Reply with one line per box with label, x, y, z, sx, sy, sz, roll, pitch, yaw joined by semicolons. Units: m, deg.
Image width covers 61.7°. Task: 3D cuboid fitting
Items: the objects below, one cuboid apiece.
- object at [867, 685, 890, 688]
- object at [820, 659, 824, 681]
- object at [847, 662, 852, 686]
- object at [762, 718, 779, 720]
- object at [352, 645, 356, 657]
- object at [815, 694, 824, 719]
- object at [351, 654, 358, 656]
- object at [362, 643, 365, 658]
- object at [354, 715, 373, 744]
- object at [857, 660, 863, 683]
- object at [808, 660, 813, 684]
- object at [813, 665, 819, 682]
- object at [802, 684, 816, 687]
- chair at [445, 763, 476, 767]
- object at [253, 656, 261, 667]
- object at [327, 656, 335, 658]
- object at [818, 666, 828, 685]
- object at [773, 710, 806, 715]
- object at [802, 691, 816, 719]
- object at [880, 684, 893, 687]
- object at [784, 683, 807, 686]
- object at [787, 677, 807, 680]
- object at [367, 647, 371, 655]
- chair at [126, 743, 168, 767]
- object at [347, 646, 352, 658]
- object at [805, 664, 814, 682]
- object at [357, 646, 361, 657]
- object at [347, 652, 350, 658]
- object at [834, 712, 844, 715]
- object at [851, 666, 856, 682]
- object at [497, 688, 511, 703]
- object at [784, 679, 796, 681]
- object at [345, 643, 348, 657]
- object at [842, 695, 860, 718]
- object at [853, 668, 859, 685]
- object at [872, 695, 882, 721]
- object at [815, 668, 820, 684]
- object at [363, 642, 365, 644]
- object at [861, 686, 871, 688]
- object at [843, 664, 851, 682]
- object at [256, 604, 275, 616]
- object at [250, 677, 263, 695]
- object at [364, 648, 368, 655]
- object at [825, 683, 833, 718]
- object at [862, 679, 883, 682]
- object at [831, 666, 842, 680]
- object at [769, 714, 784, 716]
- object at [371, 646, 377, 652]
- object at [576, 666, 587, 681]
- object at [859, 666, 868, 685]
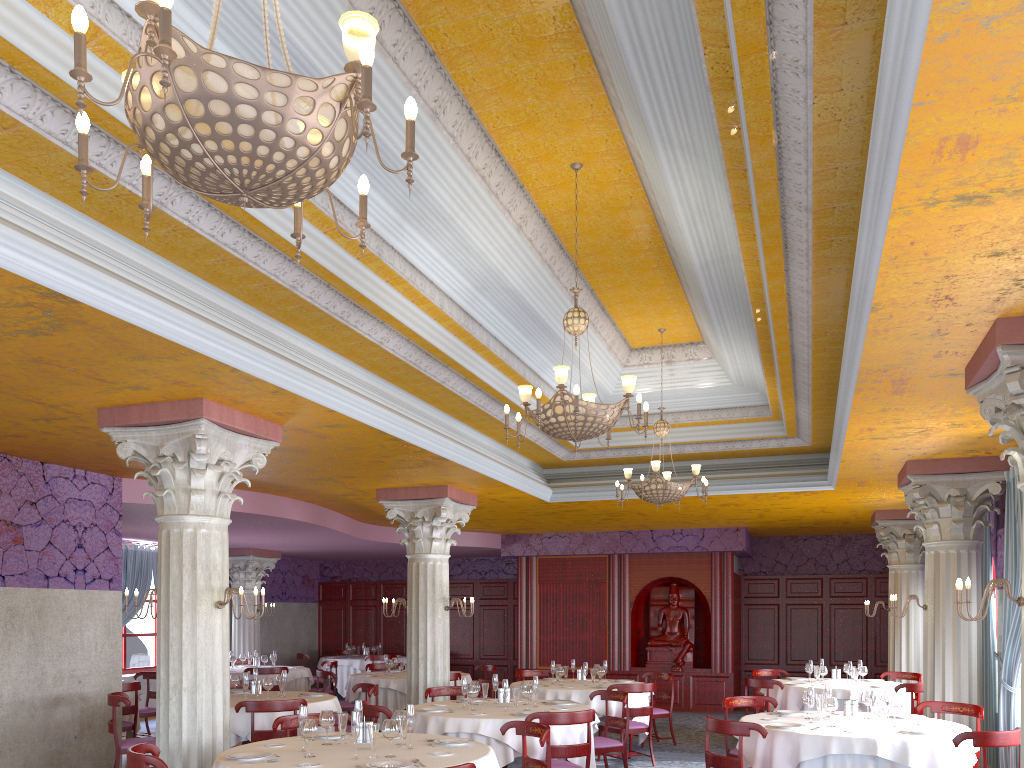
object;5.023;4.136;11.716;0.314;0.024;0.323;-5;-16;19
object;4.627;4.270;12.785;0.074;0.332;0.074;1;-1;-35
object;4.744;4.065;12.024;0.074;0.332;0.074;1;-1;-35
object;2.448;3.171;8.099;0.159;0.009;0.163;-5;-16;18
object;-3.738;6.307;20.230;0.123;0.261;0.123;2;-3;-35
object;2.942;3.086;8.201;0.086;0.235;0.086;-1;-2;22
object;-3.792;6.534;20.636;0.313;0.024;0.324;0;-15;-1
object;-3.396;6.093;19.567;0.074;0.332;0.074;0;-1;10
object;-1.093;2.559;6.342;0.144;0.209;0.072;0;-2;-1
object;5.066;4.183;12.463;0.074;0.332;0.074;1;-1;-35
object;4.305;4.152;12.346;0.074;0.332;0.074;1;-1;-35
object;4.514;4.301;12.721;0.086;0.235;0.086;0;-2;-1
object;4.120;4.186;11.894;0.258;0.019;0.056;6;-15;-21
chair;-0.596;2.815;5.163;0.751;1.080;0.655;2;-5;-26
object;-4.683;5.078;15.711;0.144;0.209;0.072;0;-2;-1
object;-4.143;6.259;19.610;0.313;0.024;0.324;0;-15;-1
object;4.403;4.127;12.121;0.122;0.261;0.124;1;-3;-12
object;2.775;3.291;8.573;0.313;0.024;0.323;3;-15;-10
object;2.830;3.063;8.166;0.123;0.261;0.123;-2;-3;33
object;5.196;4.171;11.839;0.055;0.019;0.264;5;-16;-20
object;3.997;4.230;12.067;0.314;0.024;0.323;-5;-16;19
object;4.348;4.506;13.093;0.314;0.024;0.323;-5;-16;19
object;-3.284;6.159;19.631;0.086;0.235;0.086;0;-2;-1
chair;-2.233;2.968;5.732;0.648;1.079;0.760;2;-5;-26
object;-3.737;6.155;19.665;0.123;0.261;0.123;2;-3;-35
object;4.402;4.279;12.686;0.123;0.261;0.123;-2;-3;33
object;-3.626;6.329;20.265;0.086;0.235;0.086;0;-2;-1
object;-3.772;6.198;19.777;0.086;0.235;0.086;0;-2;-1
object;3.287;3.294;8.557;0.161;0.009;0.162;13;-19;-39
object;5.002;4.262;12.575;0.086;0.235;0.086;-2;-3;44
object;-0.087;3.336;9.233;0.144;0.209;0.072;0;-2;-1
object;4.209;4.489;12.989;0.022;0.003;0.260;7;-17;-25
object;-3.835;6.180;19.889;0.074;0.332;0.074;0;-1;10
object;3.151;2.994;7.961;0.144;0.209;0.072;0;-2;-1
object;4.856;4.131;12.087;0.086;0.235;0.086;0;-2;-1
object;3.430;3.047;8.055;0.086;0.235;0.086;-2;-3;44
object;4.368;4.170;12.233;0.086;0.235;0.086;0;-2;-1
object;-3.513;6.298;20.328;0.074;0.332;0.074;0;-1;10
object;4.848;4.126;11.655;0.028;0.013;0.239;6;-16;-24
object;4.967;4.279;12.687;0.122;0.261;0.124;-1;-3;10
object;-3.453;4.764;16.366;0.354;1.167;5.771;1;-11;-43
object;-3.057;3.606;10.235;0.144;0.209;0.072;0;-2;-1
object;-3.416;6.237;20.024;0.144;0.209;0.072;0;-2;-1
object;3.054;3.054;8.265;0.074;0.332;0.074;0;-1;-12
object;5.374;4.412;12.741;0.314;0.024;0.323;-5;-16;19
object;4.724;4.209;12.481;0.144;0.209;0.072;0;-2;-1
object;2.602;3.260;8.450;0.055;0.019;0.264;5;-16;-20
object;-3.172;6.155;19.666;0.123;0.261;0.123;-2;-3;33
object;1.004;4.179;12.368;0.144;0.209;0.072;0;-2;-1
object;4.968;4.127;12.122;0.123;0.261;0.123;-2;-3;33
